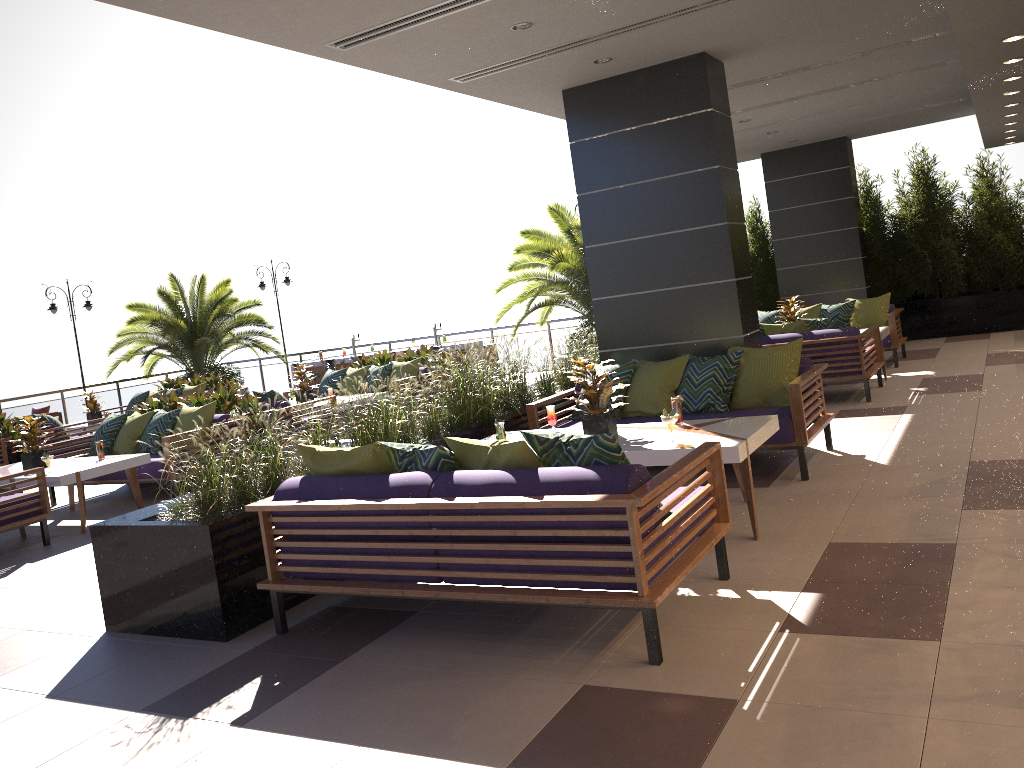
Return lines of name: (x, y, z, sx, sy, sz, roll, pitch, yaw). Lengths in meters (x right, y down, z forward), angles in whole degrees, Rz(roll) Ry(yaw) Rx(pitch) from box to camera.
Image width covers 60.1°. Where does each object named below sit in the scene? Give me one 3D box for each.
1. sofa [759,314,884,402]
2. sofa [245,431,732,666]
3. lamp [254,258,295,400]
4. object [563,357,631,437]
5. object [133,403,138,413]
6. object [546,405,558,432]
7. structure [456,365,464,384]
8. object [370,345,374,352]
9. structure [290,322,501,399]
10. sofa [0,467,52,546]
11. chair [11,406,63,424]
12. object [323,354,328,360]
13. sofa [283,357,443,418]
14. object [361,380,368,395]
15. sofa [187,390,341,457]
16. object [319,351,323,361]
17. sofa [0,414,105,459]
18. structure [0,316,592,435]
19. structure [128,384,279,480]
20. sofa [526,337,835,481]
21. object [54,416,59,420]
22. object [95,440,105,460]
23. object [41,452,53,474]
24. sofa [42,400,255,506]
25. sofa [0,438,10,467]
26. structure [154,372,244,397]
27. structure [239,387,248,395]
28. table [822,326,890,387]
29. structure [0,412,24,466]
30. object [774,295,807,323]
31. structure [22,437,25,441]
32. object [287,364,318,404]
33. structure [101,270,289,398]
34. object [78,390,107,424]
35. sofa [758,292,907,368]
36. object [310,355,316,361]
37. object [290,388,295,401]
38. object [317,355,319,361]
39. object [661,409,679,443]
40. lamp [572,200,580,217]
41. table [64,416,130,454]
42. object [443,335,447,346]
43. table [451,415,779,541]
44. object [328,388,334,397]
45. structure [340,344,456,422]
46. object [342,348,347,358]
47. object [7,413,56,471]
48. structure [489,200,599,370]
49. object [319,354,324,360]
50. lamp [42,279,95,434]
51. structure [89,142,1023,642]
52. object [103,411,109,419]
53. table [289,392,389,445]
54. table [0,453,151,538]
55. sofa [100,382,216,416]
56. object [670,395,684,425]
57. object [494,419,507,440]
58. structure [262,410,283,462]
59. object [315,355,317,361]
sofa: (2.882, -0.267, 9.773, 2.119, 0.917, 1.126, -6, 5, 30)
sofa: (-0.122, 0.654, 4.401, 2.119, 0.917, 1.126, -6, 5, 30)
lamp: (-5.360, -1.279, 20.608, 1.118, 3.321, 0.265, -7, 2, 30)
object: (0.523, 0.087, 5.648, 0.429, 0.525, 0.427, -5, 4, 42)
object: (-6.039, 0.415, 14.219, 0.068, 0.211, 0.069, -8, 2, 18)
object: (0.282, 0.244, 6.221, 0.068, 0.181, 0.069, -8, 2, 13)
structure: (-0.743, 0.058, 13.154, 0.100, 0.699, 0.181, -7, 2, 30)
object: (-2.689, -0.677, 17.057, 0.068, 0.211, 0.069, -8, 2, 13)
structure: (-2.369, -0.393, 17.211, 4.387, 1.326, 0.809, -5, 4, 30)
sofa: (-5.151, 1.085, 7.663, 2.119, 0.917, 1.126, -6, 5, 30)
chair: (-9.225, 0.865, 17.118, 0.712, 0.814, 0.718, -6, 4, 30)
object: (-3.841, -0.515, 18.251, 0.105, 0.208, 0.106, -8, 2, 5)
sofa: (-2.182, 0.172, 12.997, 2.119, 0.917, 1.126, -6, 5, 30)
object: (-1.997, 0.042, 11.979, 0.106, 0.197, 0.105, -9, 3, -27)
sofa: (-3.310, 0.517, 10.990, 2.119, 0.917, 1.126, -6, 5, 30)
object: (-3.815, -0.561, 17.699, 0.067, 0.189, 0.084, -10, 3, -35)
sofa: (-7.172, 0.874, 13.204, 2.119, 0.917, 1.126, -6, 5, 30)
structure: (-5.856, 0.787, 11.258, 12.878, 1.056, 17.605, -5, 6, 30)
structure: (-3.669, 0.600, 10.339, 2.412, 1.171, 0.705, -5, 4, 31)
sofa: (1.310, 0.215, 6.963, 2.119, 0.917, 1.126, -6, 5, 30)
object: (-7.293, 0.614, 14.193, 0.068, 0.181, 0.069, -8, 2, 18)
object: (-3.995, 0.642, 8.592, 0.067, 0.189, 0.084, -9, 3, -30)
object: (-4.254, 0.719, 8.115, 0.106, 0.197, 0.105, -9, 3, -27)
sofa: (-4.017, 0.739, 9.666, 2.119, 0.917, 1.126, -6, 5, 30)
sofa: (-7.879, 1.096, 11.880, 2.119, 0.917, 1.126, -6, 5, 30)
structure: (-5.700, 0.387, 15.914, 2.244, 1.170, 0.741, -6, 4, 31)
structure: (-4.615, 0.416, 15.374, 0.100, 0.699, 0.181, -7, 2, 30)
table: (3.538, -0.282, 10.919, 2.030, 0.552, 0.947, -5, 5, 30)
structure: (-7.596, 0.964, 12.568, 2.241, 1.170, 0.718, -6, 3, 26)
object: (3.460, -0.815, 10.905, 0.427, 0.525, 0.429, -11, 4, -43)
structure: (-6.506, 0.996, 11.991, 0.100, 0.699, 0.181, -7, 2, 30)
object: (-2.817, -0.001, 11.927, 0.423, 0.525, 0.432, -6, 4, 42)
structure: (-6.996, -0.936, 19.626, 3.801, 3.296, 3.761, -8, 4, -2)
object: (-6.716, 0.361, 14.150, 0.427, 0.525, 0.429, -10, 4, -33)
sofa: (4.129, -0.650, 12.004, 2.119, 0.917, 1.126, -6, 5, 30)
object: (-4.103, -0.479, 18.274, 0.105, 0.208, 0.106, -8, 2, 5)
object: (-3.128, 0.146, 12.641, 0.082, 0.197, 0.069, -9, 2, -19)
object: (-3.969, -0.498, 18.269, 0.105, 0.208, 0.106, -8, 2, 5)
object: (0.927, 0.239, 5.161, 0.106, 0.197, 0.105, -10, 3, -32)
lamp: (1.834, -1.944, 16.484, 1.118, 3.321, 0.265, -7, 2, 30)
table: (-6.578, 0.883, 14.186, 2.030, 0.552, 0.947, -5, 5, 30)
object: (-1.231, -0.804, 16.217, 0.069, 0.197, 0.082, -9, 2, -24)
table: (0.604, 0.618, 5.671, 2.030, 0.552, 0.947, -5, 5, 30)
object: (-2.333, 0.150, 11.412, 0.068, 0.181, 0.069, -8, 2, 18)
structure: (-1.788, 0.021, 13.711, 2.244, 1.170, 0.741, -6, 4, 31)
object: (-3.293, -0.606, 17.405, 0.069, 0.181, 0.069, -8, 2, 2)
object: (-4.663, 0.565, 8.635, 0.427, 0.525, 0.429, -11, 4, -43)
structure: (1.470, -1.725, 14.840, 3.810, 3.296, 3.752, -9, 4, -17)
object: (-3.904, -0.498, 18.163, 0.105, 0.208, 0.106, -8, 2, 5)
lamp: (-9.080, -0.557, 18.579, 0.263, 3.321, 1.128, -7, 2, 30)
structure: (1.292, -0.602, 3.689, 7.793, 3.115, 24.873, -6, 6, 30)
object: (-6.241, 0.509, 13.627, 0.067, 0.189, 0.084, -9, 3, -30)
table: (-2.725, 0.527, 11.977, 2.030, 0.552, 0.947, -5, 5, 30)
table: (-4.573, 1.094, 8.672, 2.030, 0.552, 0.947, -5, 5, 30)
sofa: (-6.038, 0.528, 15.207, 2.119, 0.917, 1.126, -6, 5, 30)
object: (1.075, 0.170, 5.726, 0.067, 0.189, 0.084, -10, 3, -35)
object: (-0.071, 0.326, 5.704, 0.068, 0.211, 0.069, -8, 2, 13)
structure: (-2.634, 0.639, 9.772, 0.100, 0.699, 0.181, -7, 2, 30)
object: (-4.053, -0.496, 18.377, 0.105, 0.208, 0.106, -8, 2, 5)
